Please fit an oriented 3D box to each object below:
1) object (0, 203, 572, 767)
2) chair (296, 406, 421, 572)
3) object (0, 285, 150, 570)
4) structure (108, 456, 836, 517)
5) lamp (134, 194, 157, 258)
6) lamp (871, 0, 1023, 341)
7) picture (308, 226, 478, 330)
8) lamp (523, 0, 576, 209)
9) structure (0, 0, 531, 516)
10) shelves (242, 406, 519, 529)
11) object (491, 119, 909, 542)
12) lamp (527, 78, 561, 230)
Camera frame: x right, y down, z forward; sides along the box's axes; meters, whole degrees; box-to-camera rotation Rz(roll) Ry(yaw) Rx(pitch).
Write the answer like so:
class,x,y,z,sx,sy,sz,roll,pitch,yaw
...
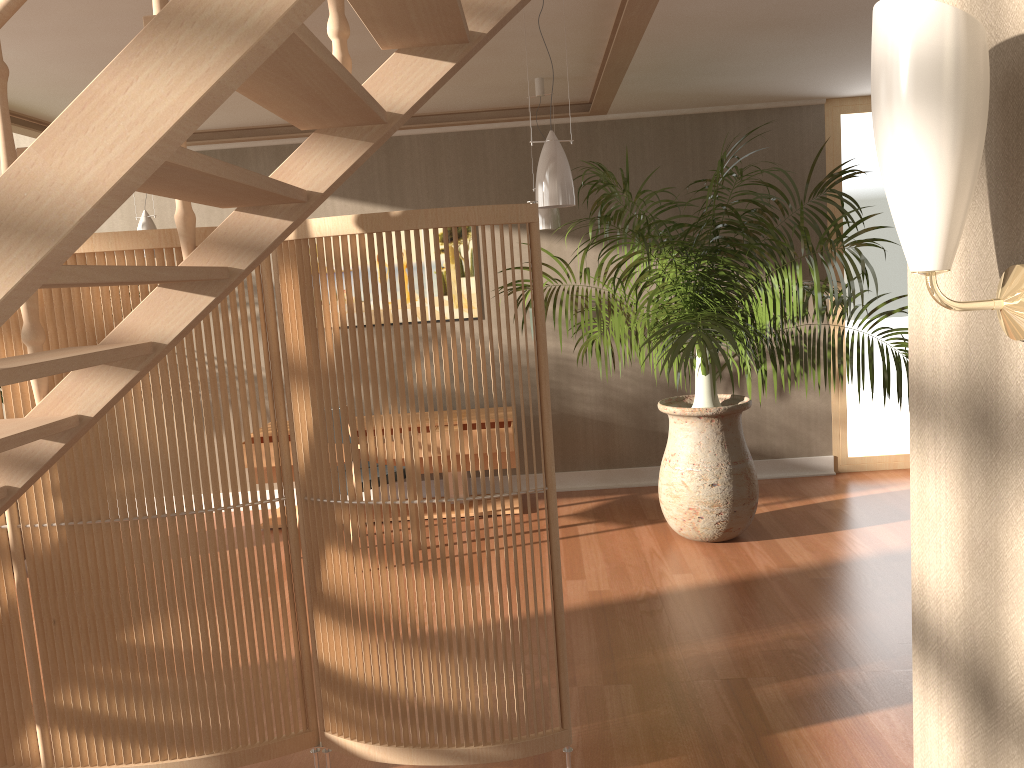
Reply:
class,x,y,z,sx,sy,sz,roll,pitch,yaw
object,-0.994,0.352,2.510,2.229,1.542,0.233,-3,7,7
chair,-0.862,0.500,4.793,0.582,0.856,0.509,2,10,42
object,-3.021,0.134,4.833,2.109,2.304,2.157,-5,7,-5
structure,1.215,-0.085,1.591,10.775,2.533,8.342,-4,7,2
lamp,-2.034,-1.097,4.874,0.139,0.800,0.139,-7,8,-23
lamp,0.453,-0.216,0.916,0.153,0.353,0.112,-4,7,2
picture,-0.882,-0.695,5.767,1.317,0.633,0.010,-4,7,2
lamp,0.126,-1.016,3.055,0.139,0.800,0.139,2,9,37
structure,-1.038,-0.474,1.725,3.150,3.578,1.000,-4,7,2
shelves,-0.768,0.530,5.485,1.600,0.590,0.658,-4,7,2
object,1.010,-0.125,4.674,2.157,2.304,2.109,-5,7,-9
lamp,0.173,-1.241,4.797,0.139,0.800,0.139,-7,8,-23
